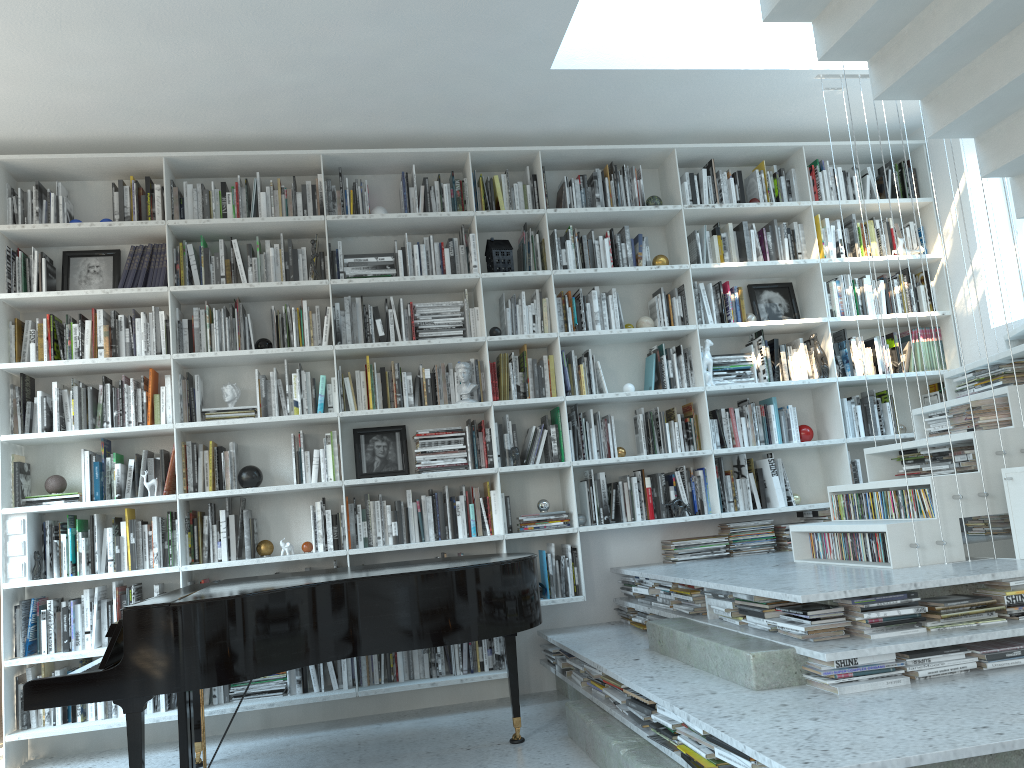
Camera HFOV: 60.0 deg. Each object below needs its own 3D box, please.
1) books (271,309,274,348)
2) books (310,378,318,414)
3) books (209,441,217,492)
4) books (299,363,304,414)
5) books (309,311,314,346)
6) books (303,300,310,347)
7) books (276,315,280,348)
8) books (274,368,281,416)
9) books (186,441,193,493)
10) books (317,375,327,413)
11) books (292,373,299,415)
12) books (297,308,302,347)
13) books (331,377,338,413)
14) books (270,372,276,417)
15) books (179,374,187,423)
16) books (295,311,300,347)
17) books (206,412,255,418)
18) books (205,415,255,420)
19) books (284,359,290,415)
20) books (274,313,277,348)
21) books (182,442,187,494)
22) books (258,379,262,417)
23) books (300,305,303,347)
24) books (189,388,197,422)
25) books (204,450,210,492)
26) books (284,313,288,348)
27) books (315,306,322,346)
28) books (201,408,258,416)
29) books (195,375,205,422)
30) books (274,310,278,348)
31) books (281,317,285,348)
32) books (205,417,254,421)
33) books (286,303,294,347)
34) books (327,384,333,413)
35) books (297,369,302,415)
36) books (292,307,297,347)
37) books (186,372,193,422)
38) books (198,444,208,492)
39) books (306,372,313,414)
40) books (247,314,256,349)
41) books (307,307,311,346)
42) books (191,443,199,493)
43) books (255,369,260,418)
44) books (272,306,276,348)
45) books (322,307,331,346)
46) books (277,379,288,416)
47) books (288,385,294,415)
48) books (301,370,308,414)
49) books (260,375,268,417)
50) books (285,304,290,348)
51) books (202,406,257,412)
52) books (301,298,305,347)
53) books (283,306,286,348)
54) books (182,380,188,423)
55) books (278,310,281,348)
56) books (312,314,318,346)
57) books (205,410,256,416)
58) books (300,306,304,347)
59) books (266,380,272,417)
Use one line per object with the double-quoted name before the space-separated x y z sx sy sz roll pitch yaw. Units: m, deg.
"books" -1.341 -0.281 4.988 0.005 0.253 0.161 -4 -8 -11
"books" -1.108 0.088 4.977 0.026 0.219 0.150 -4 -8 -11
"books" -1.615 0.453 4.797 0.026 0.274 0.190 -4 -8 -11
"books" -1.171 0.048 4.950 0.011 0.300 0.178 -4 -8 -11
"books" -1.131 -0.283 5.020 0.011 0.229 0.166 -4 -8 -11
"books" -1.158 -0.310 5.008 0.022 0.284 0.190 -4 -8 -11
"books" -1.309 -0.265 4.988 0.013 0.215 0.150 -4 -8 -11
"books" -1.302 0.064 4.922 0.012 0.285 0.167 -4 -8 -11
"books" -1.730 0.458 4.797 0.025 0.284 0.145 -4 -8 -11
"books" -1.063 0.077 4.963 0.060 0.227 0.179 -4 -8 -11
"books" -1.200 0.077 4.942 0.028 0.246 0.170 -4 -8 -11
"books" -1.195 -0.291 5.007 0.017 0.252 0.140 -4 -8 -11
"books" -0.997 0.081 4.995 0.026 0.217 0.126 -4 -8 -11
"books" -1.320 0.076 4.929 0.022 0.267 0.151 -4 -8 -11
"books" -1.795 0.100 4.850 0.012 0.284 0.160 -4 -8 -11
"books" -1.209 -0.280 5.015 0.011 0.235 0.131 -4 -8 -11
"books" -1.543 0.180 4.870 0.254 0.012 0.161 -3 -9 -16
"books" -1.543 0.193 4.870 0.254 0.012 0.161 -3 -9 -15
"books" -1.247 0.040 4.943 0.010 0.329 0.173 -4 -8 -11
"books" -1.325 -0.274 4.994 0.005 0.238 0.146 -4 -8 -11
"books" -1.761 0.462 4.800 0.012 0.284 0.160 -4 -8 -11
"books" -1.388 0.099 4.919 0.010 0.231 0.155 -4 -8 -11
"books" -1.185 -0.298 5.009 0.004 0.265 0.142 -4 -8 -11
"books" -1.735 0.133 4.856 0.034 0.209 0.136 -4 -8 -11
"books" -1.642 0.481 4.810 0.025 0.227 0.153 -4 -8 -11
"books" -1.261 -0.272 4.970 0.006 0.216 0.181 -4 -8 -11
"books" -1.091 -0.300 5.020 0.022 0.257 0.155 -4 -8 -11
"books" -1.547 0.157 4.880 0.285 0.012 0.160 -4 -9 -9
"books" -1.711 0.097 4.860 0.021 0.277 0.137 -4 -8 -11
"books" -1.316 -0.279 4.971 0.005 0.240 0.174 -4 -8 -11
"books" -1.281 -0.259 4.988 0.011 0.199 0.163 -4 -8 -11
"books" -1.543 0.206 4.877 0.254 0.012 0.161 -4 -9 -11
"books" -1.246 -0.304 5.010 0.033 0.287 0.155 -4 -8 -11
"books" -1.021 0.100 4.985 0.027 0.181 0.142 -4 -8 -11
"books" -1.179 0.065 4.937 0.012 0.265 0.193 -4 -8 -11
"books" -1.215 -0.289 4.978 0.013 0.243 0.189 -4 -8 -11
"books" -1.763 0.093 4.868 0.011 0.297 0.136 -4 -8 -11
"books" -1.673 0.465 4.803 0.036 0.263 0.167 -4 -8 -11
"books" -1.134 0.071 4.975 0.022 0.256 0.152 -4 -8 -11
"books" -1.449 -0.263 4.959 0.031 0.232 0.148 -4 -8 -11
"books" -1.142 -0.296 5.016 0.010 0.257 0.140 -4 -8 -11
"books" -1.705 0.462 4.805 0.026 0.274 0.154 -4 -8 -11
"books" -1.399 0.071 4.907 0.012 0.284 0.160 -4 -8 -11
"books" -1.335 -0.291 4.998 0.012 0.275 0.129 -4 -8 -11
"books" -1.044 -0.297 5.006 0.064 0.236 0.209 -4 -8 -11
"books" -1.272 0.095 4.939 0.048 0.224 0.149 -4 -8 -11
"books" -1.226 0.110 4.951 0.025 0.189 0.140 -4 -8 -11
"books" -1.152 0.067 4.951 0.023 0.259 0.170 -4 -8 -11
"books" -1.366 0.087 4.905 0.030 0.247 0.174 -4 -8 -11
"books" -1.261 -0.298 4.996 0.005 0.275 0.157 -4 -8 -11
"books" -1.547 0.145 4.877 0.285 0.012 0.160 -3 -9 -15
"books" -1.175 -0.318 5.010 0.006 0.303 0.166 -4 -8 -11
"books" -1.276 -0.291 5.003 0.009 0.266 0.149 -4 -8 -11
"books" -1.775 0.111 4.845 0.024 0.257 0.134 -4 -8 -11
"books" -1.296 -0.280 4.966 0.005 0.236 0.178 -4 -8 -11
"books" -1.113 -0.277 5.023 0.024 0.215 0.142 -4 -8 -11
"books" -1.545 0.169 4.876 0.254 0.012 0.161 -3 -9 -14
"books" -1.178 -0.293 5.003 0.006 0.252 0.180 -4 -8 -11
"books" -1.343 0.100 4.937 0.024 0.226 0.138 -4 -8 -11
